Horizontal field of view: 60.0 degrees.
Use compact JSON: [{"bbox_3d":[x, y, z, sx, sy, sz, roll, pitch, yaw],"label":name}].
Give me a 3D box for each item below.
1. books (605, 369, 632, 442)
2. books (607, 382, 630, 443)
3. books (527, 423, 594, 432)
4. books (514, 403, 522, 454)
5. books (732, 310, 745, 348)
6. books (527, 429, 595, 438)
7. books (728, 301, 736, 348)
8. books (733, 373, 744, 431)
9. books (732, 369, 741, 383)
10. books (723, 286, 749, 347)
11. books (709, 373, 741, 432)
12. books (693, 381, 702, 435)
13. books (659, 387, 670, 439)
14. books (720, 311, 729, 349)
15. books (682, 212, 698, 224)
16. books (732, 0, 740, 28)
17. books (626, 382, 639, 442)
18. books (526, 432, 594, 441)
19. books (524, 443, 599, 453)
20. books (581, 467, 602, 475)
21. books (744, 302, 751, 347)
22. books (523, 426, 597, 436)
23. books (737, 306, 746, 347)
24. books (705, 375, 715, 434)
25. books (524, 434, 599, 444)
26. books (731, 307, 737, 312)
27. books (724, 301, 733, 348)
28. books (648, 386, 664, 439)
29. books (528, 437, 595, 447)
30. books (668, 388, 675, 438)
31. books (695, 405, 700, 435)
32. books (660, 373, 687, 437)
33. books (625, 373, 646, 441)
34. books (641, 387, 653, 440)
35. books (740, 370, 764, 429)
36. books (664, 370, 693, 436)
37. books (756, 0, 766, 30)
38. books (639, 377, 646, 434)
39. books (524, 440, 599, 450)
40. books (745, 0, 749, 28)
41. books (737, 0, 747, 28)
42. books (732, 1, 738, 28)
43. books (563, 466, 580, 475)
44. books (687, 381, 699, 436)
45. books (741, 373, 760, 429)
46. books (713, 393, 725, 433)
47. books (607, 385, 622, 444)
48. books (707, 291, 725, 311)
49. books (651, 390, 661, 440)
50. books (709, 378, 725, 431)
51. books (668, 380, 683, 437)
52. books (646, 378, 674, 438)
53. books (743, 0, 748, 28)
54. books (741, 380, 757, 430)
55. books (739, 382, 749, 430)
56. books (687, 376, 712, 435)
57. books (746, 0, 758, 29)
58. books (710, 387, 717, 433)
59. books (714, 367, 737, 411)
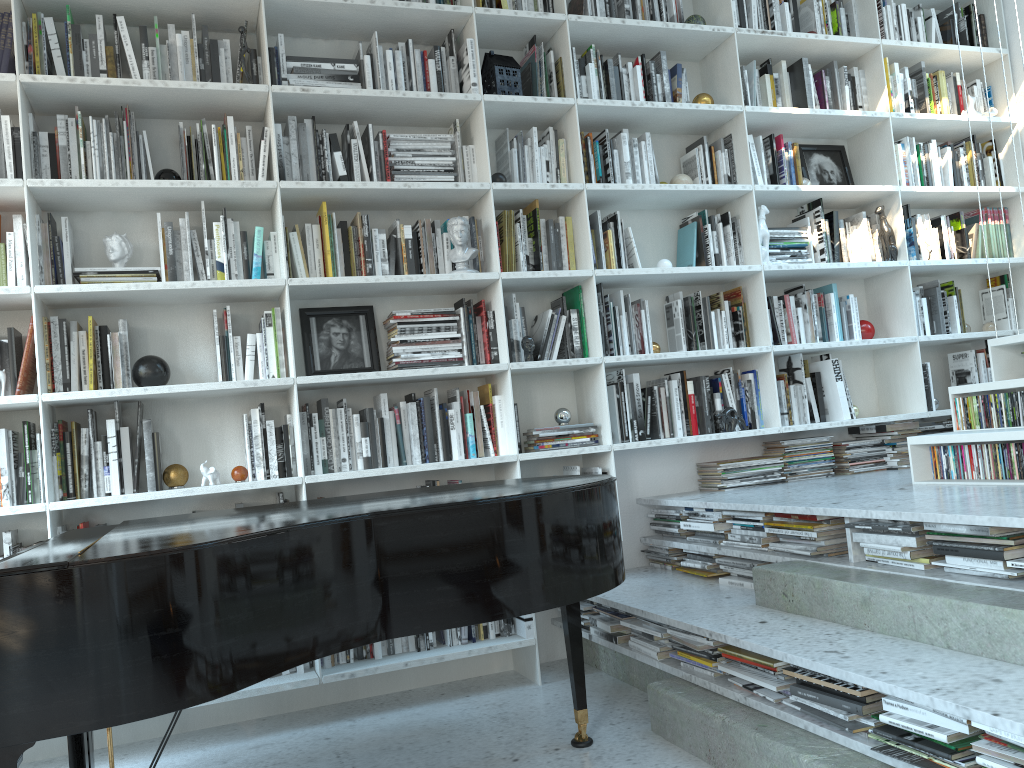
[{"bbox_3d":[0.465,0.102,3.906,0.010,0.316,0.187,-5,-4,-20],"label":"books"},{"bbox_3d":[0.453,0.130,3.898,0.023,0.262,0.186,-5,-4,-20],"label":"books"},{"bbox_3d":[0.202,0.186,3.760,0.254,0.012,0.161,-5,-4,-11],"label":"books"},{"bbox_3d":[-0.004,0.192,3.761,0.030,0.210,0.136,-5,-4,-20],"label":"books"},{"bbox_3d":[1.016,-0.238,4.128,0.016,0.180,0.189,-5,-4,-20],"label":"books"},{"bbox_3d":[0.205,0.210,3.757,0.254,0.012,0.161,-4,-4,-20],"label":"books"},{"bbox_3d":[0.987,-0.260,4.148,0.021,0.231,0.155,-5,-4,-20],"label":"books"},{"bbox_3d":[1.013,0.089,4.126,0.021,0.264,0.150,-5,-4,-20],"label":"books"},{"bbox_3d":[1.036,0.079,4.149,0.012,0.282,0.143,-5,-4,-20],"label":"books"},{"bbox_3d":[1.045,-0.297,4.156,0.007,0.295,0.162,-5,-4,-20],"label":"books"},{"bbox_3d":[0.962,0.091,4.096,0.070,0.266,0.186,-5,-4,-20],"label":"books"},{"bbox_3d":[0.814,0.115,4.060,0.021,0.242,0.131,-5,-4,-20],"label":"books"},{"bbox_3d":[0.650,0.134,3.992,0.024,0.228,0.160,-5,-4,-20],"label":"books"},{"bbox_3d":[0.939,-0.233,4.112,0.019,0.183,0.191,-5,-4,-20],"label":"books"},{"bbox_3d":[0.850,-0.645,4.145,0.016,0.290,0.135,-5,-4,-20],"label":"books"},{"bbox_3d":[1.037,-1.743,4.289,0.025,0.250,0.178,-5,-4,-20],"label":"books"},{"bbox_3d":[0.497,0.130,3.916,0.023,0.256,0.178,-5,-4,-20],"label":"books"},{"bbox_3d":[0.203,0.223,3.766,0.254,0.012,0.161,-5,-4,-15],"label":"books"},{"bbox_3d":[0.209,0.271,3.759,0.285,0.012,0.159,-4,-4,-17],"label":"books"},{"bbox_3d":[0.345,0.494,3.739,0.021,0.284,0.172,-5,-4,-20],"label":"books"},{"bbox_3d":[1.072,-0.261,4.186,0.009,0.223,0.146,-5,-4,-20],"label":"books"},{"bbox_3d":[0.201,0.199,3.766,0.285,0.012,0.159,-5,-4,-16],"label":"books"},{"bbox_3d":[1.037,-0.250,4.157,0.013,0.203,0.158,-5,-4,-20],"label":"books"},{"bbox_3d":[0.862,0.101,4.068,0.026,0.263,0.169,-5,-4,-20],"label":"books"},{"bbox_3d":[0.205,0.235,3.761,0.285,0.012,0.159,-4,-4,-17],"label":"books"},{"bbox_3d":[1.020,-0.249,4.161,0.016,0.205,0.141,-5,-4,-20],"label":"books"},{"bbox_3d":[0.958,-0.257,4.124,0.018,0.229,0.182,-5,-4,-20],"label":"books"},{"bbox_3d":[0.623,0.133,3.987,0.029,0.234,0.142,-5,-4,-20],"label":"books"},{"bbox_3d":[0.206,0.247,3.763,0.254,0.012,0.161,-5,-4,-14],"label":"books"},{"bbox_3d":[0.679,0.136,4.006,0.012,0.221,0.153,-5,-4,-20],"label":"books"},{"bbox_3d":[0.795,0.119,4.046,0.025,0.237,0.156,-5,-4,-20],"label":"books"},{"bbox_3d":[0.734,0.100,4.031,0.012,0.285,0.159,-5,-4,-20],"label":"books"},{"bbox_3d":[0.520,0.109,3.925,0.030,0.294,0.189,-5,-4,-20],"label":"books"},{"bbox_3d":[0.573,0.138,3.957,0.065,0.231,0.162,-5,-4,-20],"label":"books"},{"bbox_3d":[1.109,0.077,4.149,0.025,0.272,0.171,-5,-4,-20],"label":"books"},{"bbox_3d":[0.752,0.093,4.014,0.012,0.293,0.175,-5,-4,-20],"label":"books"},{"bbox_3d":[1.180,-1.744,4.345,0.030,0.231,0.148,-5,-4,-20],"label":"books"},{"bbox_3d":[0.537,0.117,3.940,0.010,0.277,0.174,-5,-4,-20],"label":"books"},{"bbox_3d":[0.207,0.259,3.765,0.285,0.012,0.159,-5,-4,-15],"label":"books"},{"bbox_3d":[1.103,-1.746,4.334,0.027,0.249,0.140,-5,-4,-20],"label":"books"},{"bbox_3d":[1.064,-1.741,4.292,0.026,0.241,0.185,-5,-4,-20],"label":"books"},{"bbox_3d":[1.022,-1.709,4.268,0.022,0.182,0.190,-5,-4,-20],"label":"books"},{"bbox_3d":[0.255,0.494,3.728,0.032,0.300,0.149,-5,-4,-20],"label":"books"},{"bbox_3d":[0.773,0.116,4.023,0.031,0.244,0.185,-5,-4,-20],"label":"books"},{"bbox_3d":[1.086,0.086,4.140,0.026,0.258,0.157,-5,-4,-20],"label":"books"},{"bbox_3d":[0.912,0.138,4.077,0.025,0.181,0.169,-5,-4,-20],"label":"books"},{"bbox_3d":[0.430,0.137,3.910,0.012,0.254,0.161,-5,-4,-20],"label":"books"},{"bbox_3d":[0.945,-0.279,4.122,0.006,0.274,0.173,-5,-4,-20],"label":"books"},{"bbox_3d":[0.609,0.142,3.971,0.011,0.217,0.175,-5,-4,-20],"label":"books"},{"bbox_3d":[0.925,0.103,4.088,0.012,0.249,0.164,-5,-4,-20],"label":"books"},{"bbox_3d":[0.701,0.117,3.998,0.025,0.252,0.181,-5,-4,-20],"label":"books"},{"bbox_3d":[0.666,0.113,3.997,0.014,0.267,0.171,-5,-4,-20],"label":"books"},{"bbox_3d":[1.085,-1.737,4.308,0.024,0.231,0.169,-5,-4,-20],"label":"books"},{"bbox_3d":[1.066,0.102,4.125,0.025,0.228,0.176,-5,-4,-20],"label":"books"},{"bbox_3d":[1.035,0.109,4.119,0.013,0.220,0.168,-5,-4,-20],"label":"books"},{"bbox_3d":[0.840,0.102,4.053,0.026,0.262,0.173,-5,-4,-20],"label":"books"},{"bbox_3d":[1.142,-1.764,4.331,0.048,0.278,0.150,-5,-4,-20],"label":"books"},{"bbox_3d":[0.886,0.125,4.076,0.022,0.211,0.136,-5,-4,-20],"label":"books"},{"bbox_3d":[0.996,0.075,4.120,0.013,0.293,0.135,-5,-4,-20],"label":"books"}]
